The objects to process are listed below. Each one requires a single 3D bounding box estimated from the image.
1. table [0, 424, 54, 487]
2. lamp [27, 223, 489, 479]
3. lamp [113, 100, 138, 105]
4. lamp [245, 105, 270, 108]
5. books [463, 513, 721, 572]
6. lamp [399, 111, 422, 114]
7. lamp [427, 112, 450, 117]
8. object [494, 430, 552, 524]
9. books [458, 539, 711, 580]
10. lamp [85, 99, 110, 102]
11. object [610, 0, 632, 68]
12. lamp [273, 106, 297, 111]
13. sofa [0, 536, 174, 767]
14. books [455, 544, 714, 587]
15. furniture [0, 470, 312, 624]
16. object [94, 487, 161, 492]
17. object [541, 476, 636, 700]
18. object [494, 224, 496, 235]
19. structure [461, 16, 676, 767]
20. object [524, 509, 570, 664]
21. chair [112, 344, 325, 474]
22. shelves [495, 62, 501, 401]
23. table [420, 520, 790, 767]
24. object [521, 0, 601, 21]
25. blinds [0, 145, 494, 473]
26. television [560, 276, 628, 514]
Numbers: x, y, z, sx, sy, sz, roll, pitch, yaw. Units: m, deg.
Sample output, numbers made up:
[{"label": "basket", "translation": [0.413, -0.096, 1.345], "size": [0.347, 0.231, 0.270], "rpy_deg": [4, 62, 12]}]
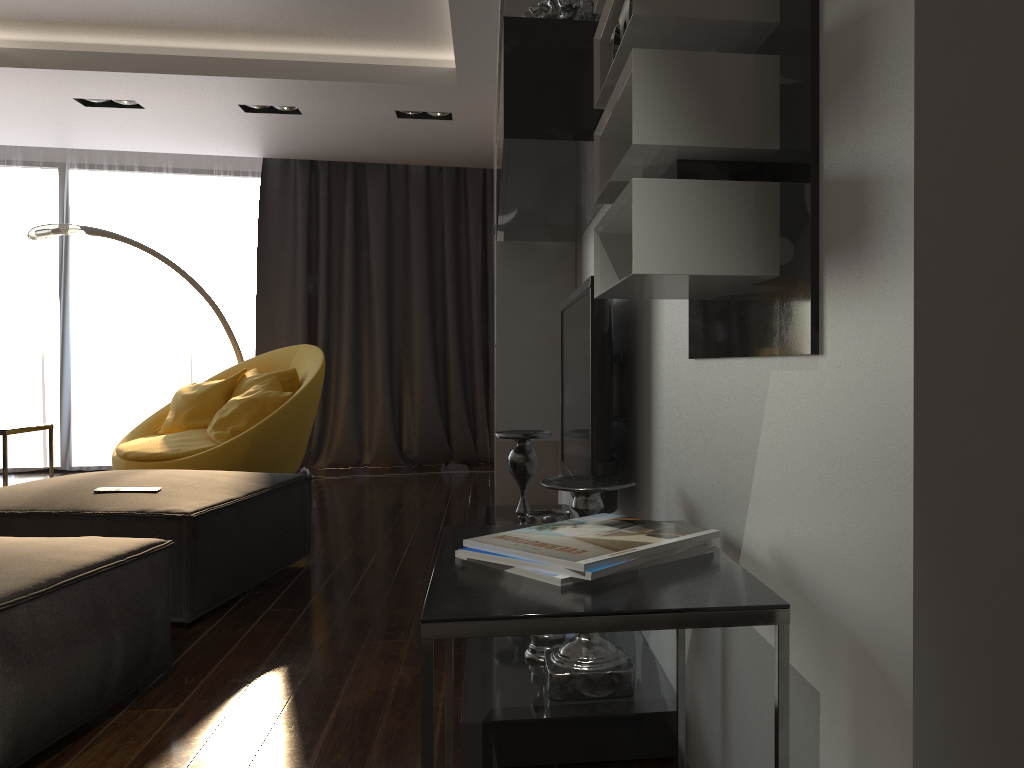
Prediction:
[{"label": "table", "translation": [-2.648, 0.490, 4.256], "size": [0.608, 0.563, 0.445], "rpy_deg": [0, 1, -6]}, {"label": "lamp", "translation": [-1.175, -0.170, 6.771], "size": [4.431, 1.779, 0.555], "rpy_deg": [-1, 1, -27]}, {"label": "lamp", "translation": [-2.427, -1.799, 5.517], "size": [0.175, 0.077, 0.179], "rpy_deg": [0, 1, 7]}, {"label": "lamp", "translation": [-1.637, -1.802, 5.624], "size": [0.173, 0.077, 0.181], "rpy_deg": [0, 1, 14]}, {"label": "books", "translation": [0.130, 0.240, 1.371], "size": [0.239, 0.011, 0.336], "rpy_deg": [1, 2, 45]}, {"label": "lamp", "translation": [-0.665, -1.805, 5.755], "size": [0.173, 0.077, 0.181], "rpy_deg": [0, 1, 14]}, {"label": "lamp", "translation": [-0.484, -1.805, 5.779], "size": [0.175, 0.077, 0.179], "rpy_deg": [0, 1, 7]}, {"label": "object", "translation": [0.048, 0.436, 3.682], "size": [0.246, 0.475, 0.233], "rpy_deg": [0, 1, -13]}, {"label": "books", "translation": [0.121, 0.251, 1.369], "size": [0.239, 0.011, 0.336], "rpy_deg": [1, 2, 40]}, {"label": "lamp", "translation": [-2.608, -1.799, 5.493], "size": [0.181, 0.077, 0.173], "rpy_deg": [0, 1, -10]}, {"label": "object", "translation": [0.220, -0.577, 1.440], "size": [0.073, 0.094, 0.357], "rpy_deg": [0, 1, -2]}, {"label": "lamp", "translation": [-1.456, -1.802, 5.648], "size": [0.175, 0.077, 0.179], "rpy_deg": [0, 1, 7]}, {"label": "sofa", "translation": [-2.225, 0.450, 2.631], "size": [2.717, 0.704, 2.504], "rpy_deg": [0, 1, 5]}, {"label": "books", "translation": [0.116, 0.262, 1.376], "size": [0.336, 0.011, 0.239], "rpy_deg": [-1, 2, -40]}, {"label": "furniture", "translation": [-1.478, 0.564, 3.380], "size": [1.086, 0.439, 1.106], "rpy_deg": [0, 1, 5]}, {"label": "object", "translation": [-1.343, 0.370, 3.076], "size": [0.211, 0.015, 0.050], "rpy_deg": [0, 1, -8]}, {"label": "object", "translation": [0.179, 0.466, 2.063], "size": [0.225, 0.482, 0.213], "rpy_deg": [0, 1, -11]}, {"label": "object", "translation": [0.038, -0.985, 5.031], "size": [0.288, 0.227, 0.281], "rpy_deg": [0, 1, -5]}, {"label": "structure", "translation": [0.093, -0.103, 3.296], "size": [0.484, 1.766, 2.856], "rpy_deg": [0, 1, -2]}, {"label": "object", "translation": [0.093, 0.516, 2.269], "size": [0.125, 0.371, 0.120], "rpy_deg": [0, 1, -10]}, {"label": "chair", "translation": [-1.808, 0.244, 5.480], "size": [1.198, 1.005, 1.437], "rpy_deg": [-1, 1, -38]}, {"label": "shelves", "translation": [0.113, -0.528, 4.409], "size": [0.382, 1.600, 1.903], "rpy_deg": [0, 1, -2]}, {"label": "table", "translation": [0.111, 0.549, 1.359], "size": [0.456, 0.563, 0.594], "rpy_deg": [0, 1, -4]}, {"label": "object", "translation": [0.173, -1.058, 2.513], "size": [0.328, 0.177, 0.319], "rpy_deg": [0, 1, -5]}, {"label": "blinds", "translation": [-3.705, -0.718, 6.855], "size": [7.694, 2.893, 0.728], "rpy_deg": [0, 1, -15]}, {"label": "television", "translation": [0.276, 0.045, 2.990], "size": [0.145, 0.714, 1.091], "rpy_deg": [0, 1, -1]}]
